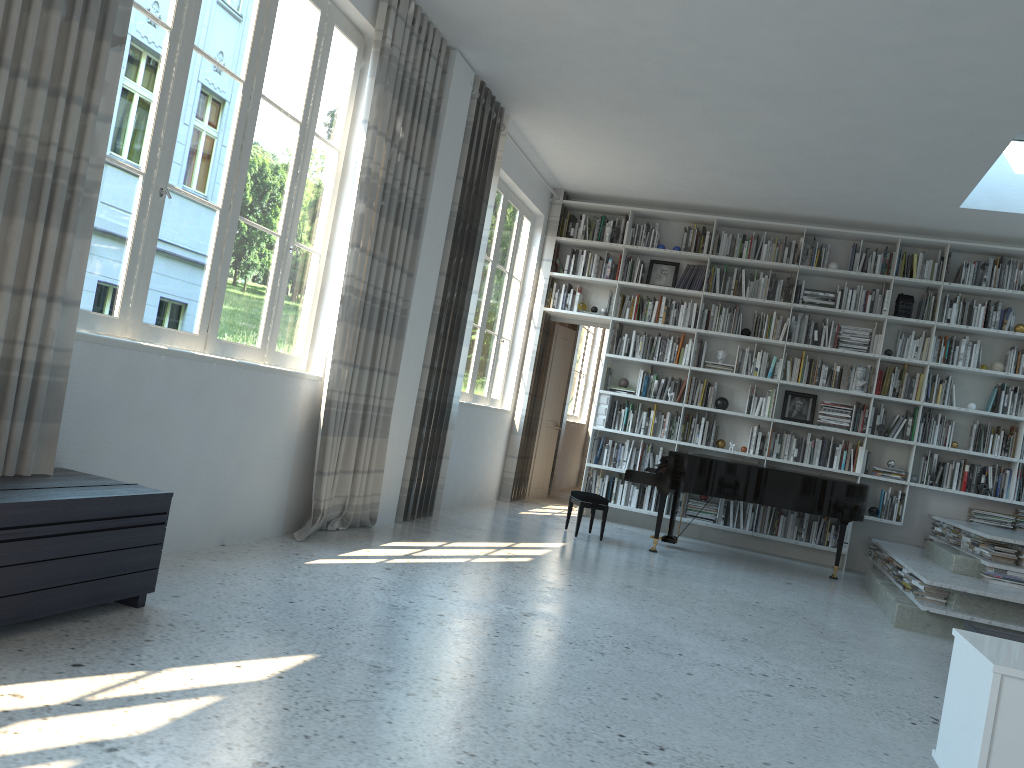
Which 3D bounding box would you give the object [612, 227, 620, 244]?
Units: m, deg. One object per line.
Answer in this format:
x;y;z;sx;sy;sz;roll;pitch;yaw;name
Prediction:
1.046;-1.488;8.940;0.068;0.198;0.067;11;-1;-31;object

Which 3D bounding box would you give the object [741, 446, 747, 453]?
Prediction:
2.238;0.632;8.551;0.061;0.062;0.061;11;-2;-25;object

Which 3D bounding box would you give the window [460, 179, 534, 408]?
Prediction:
-0.203;-0.804;8.026;0.073;2.008;1.984;10;-1;16;window

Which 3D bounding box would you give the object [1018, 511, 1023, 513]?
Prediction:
4.643;1.158;7.895;0.254;0.006;0.161;10;-2;16;object

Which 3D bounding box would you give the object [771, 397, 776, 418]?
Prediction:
2.527;0.234;8.573;0.017;0.216;0.103;10;-1;16;object

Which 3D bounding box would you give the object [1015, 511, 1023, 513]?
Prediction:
4.642;1.163;7.895;0.254;0.006;0.161;10;-2;16;object

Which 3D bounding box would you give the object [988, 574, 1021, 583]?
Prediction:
3.335;1.314;5.984;0.204;0.004;0.140;9;-2;19;object

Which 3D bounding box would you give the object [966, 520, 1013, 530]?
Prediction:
4.291;1.270;7.974;0.345;0.007;0.193;10;-2;11;object

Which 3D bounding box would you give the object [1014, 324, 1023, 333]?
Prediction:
4.547;-0.489;7.936;0.100;0.101;0.100;10;-1;-6;object

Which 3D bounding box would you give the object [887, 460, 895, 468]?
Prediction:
3.481;0.732;8.140;0.071;0.072;0.071;11;-2;-25;object

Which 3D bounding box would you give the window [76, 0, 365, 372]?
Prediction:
-12.345;-10.114;17.727;32.781;18.535;18.548;9;-2;20;window

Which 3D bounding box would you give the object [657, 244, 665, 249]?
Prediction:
1.500;-1.362;8.918;0.082;0.083;0.082;10;-1;-6;object

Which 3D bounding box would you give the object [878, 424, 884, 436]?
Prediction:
3.379;0.424;8.128;0.054;0.113;0.079;10;-1;15;object

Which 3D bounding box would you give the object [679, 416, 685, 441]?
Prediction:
1.690;0.445;8.779;0.012;0.254;0.161;10;-1;16;object

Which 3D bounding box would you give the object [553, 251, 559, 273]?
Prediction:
0.453;-1.273;9.230;0.035;0.295;0.176;10;-1;16;object

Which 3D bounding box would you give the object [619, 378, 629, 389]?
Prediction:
1.127;-0.006;8.943;0.105;0.106;0.105;10;-1;-6;object

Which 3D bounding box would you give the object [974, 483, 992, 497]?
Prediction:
4.179;0.931;7.857;0.160;0.114;0.064;10;-1;4;object

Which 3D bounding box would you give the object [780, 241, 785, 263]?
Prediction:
2.629;-1.255;8.628;0.010;0.246;0.157;10;-1;16;object

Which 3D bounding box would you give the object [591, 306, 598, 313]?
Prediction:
0.844;-0.759;9.081;0.071;0.072;0.071;10;-1;-6;object

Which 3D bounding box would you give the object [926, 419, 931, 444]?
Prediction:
3.834;0.429;8.184;0.007;0.266;0.135;10;-1;16;object

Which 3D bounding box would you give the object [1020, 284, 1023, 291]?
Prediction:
4.610;-0.852;7.937;0.104;0.105;0.104;11;-2;-25;object

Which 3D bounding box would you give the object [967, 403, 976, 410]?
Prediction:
4.165;0.207;8.033;0.071;0.072;0.071;11;-2;-25;object

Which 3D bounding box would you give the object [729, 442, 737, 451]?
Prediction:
2.135;0.598;8.558;0.060;0.095;0.078;9;-2;33;object

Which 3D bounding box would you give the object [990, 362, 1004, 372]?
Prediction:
4.399;-0.145;8.039;0.111;0.113;0.111;10;-1;-6;object

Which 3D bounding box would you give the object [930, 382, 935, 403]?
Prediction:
3.863;0.090;8.182;0.013;0.208;0.140;10;-1;16;object

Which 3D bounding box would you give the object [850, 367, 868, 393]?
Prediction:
3.229;-0.038;8.228;0.137;0.244;0.138;10;-1;-18;object

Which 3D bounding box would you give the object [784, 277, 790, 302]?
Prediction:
2.625;-0.891;8.454;0.075;0.254;0.075;10;-1;-5;object

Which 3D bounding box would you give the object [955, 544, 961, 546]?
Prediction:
3.668;1.310;7.171;0.145;0.010;0.267;10;-2;12;object

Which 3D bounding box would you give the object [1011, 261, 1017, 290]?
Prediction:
4.545;-0.958;8.065;0.006;0.297;0.129;10;-1;16;object

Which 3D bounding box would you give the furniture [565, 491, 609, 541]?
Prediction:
0.617;1.076;7.338;0.240;0.353;0.467;10;-2;-9;furniture

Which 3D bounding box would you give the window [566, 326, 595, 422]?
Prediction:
0.873;-0.495;11.836;0.073;2.008;1.984;10;-1;16;window

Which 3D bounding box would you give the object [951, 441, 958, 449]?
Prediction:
4.028;0.559;8.084;0.071;0.072;0.071;11;-2;-25;object

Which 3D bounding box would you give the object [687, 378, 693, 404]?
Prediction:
1.770;0.079;8.794;0.012;0.270;0.130;10;-1;16;object

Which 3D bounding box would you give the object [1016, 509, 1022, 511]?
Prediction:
4.644;1.147;7.893;0.254;0.006;0.161;10;-2;17;object

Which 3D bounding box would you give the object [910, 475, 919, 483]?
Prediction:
3.698;0.874;8.151;0.071;0.072;0.071;11;-2;-25;object

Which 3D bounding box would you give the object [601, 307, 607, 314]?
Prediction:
0.939;-0.745;9.032;0.071;0.072;0.071;10;-1;-6;object

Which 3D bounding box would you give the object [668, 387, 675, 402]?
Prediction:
1.550;0.103;8.671;0.081;0.140;0.044;10;-1;0;object

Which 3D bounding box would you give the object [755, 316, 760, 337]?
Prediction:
2.396;-0.540;8.653;0.010;0.225;0.142;10;-1;16;object

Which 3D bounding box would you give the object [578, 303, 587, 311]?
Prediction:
0.722;-0.789;9.066;0.087;0.088;0.086;11;-2;-25;object

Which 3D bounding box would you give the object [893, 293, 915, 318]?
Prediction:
3.637;-0.716;8.225;0.135;0.248;0.135;10;-1;6;object

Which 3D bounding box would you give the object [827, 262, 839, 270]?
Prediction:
3.056;-1.112;8.450;0.105;0.106;0.104;10;-1;-6;object

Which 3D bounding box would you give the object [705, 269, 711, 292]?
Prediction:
1.946;-1.001;8.805;0.012;0.254;0.161;10;-1;16;object

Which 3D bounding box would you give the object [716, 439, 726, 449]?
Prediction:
2.039;0.585;8.655;0.091;0.092;0.091;10;-1;-6;object

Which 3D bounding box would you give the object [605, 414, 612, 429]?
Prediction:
0.965;0.374;8.839;0.045;0.146;0.045;11;-1;-35;object

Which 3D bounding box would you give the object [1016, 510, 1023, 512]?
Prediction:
4.644;1.152;7.895;0.285;0.005;0.159;10;-2;16;object

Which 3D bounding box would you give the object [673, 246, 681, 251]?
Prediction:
1.649;-1.337;8.874;0.082;0.083;0.082;10;-1;-6;object

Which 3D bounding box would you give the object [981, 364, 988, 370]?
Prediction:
4.280;-0.144;8.048;0.068;0.068;0.068;10;-1;-6;object

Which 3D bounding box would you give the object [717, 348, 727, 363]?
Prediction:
2.059;-0.274;8.719;0.095;0.157;0.121;9;-1;30;object

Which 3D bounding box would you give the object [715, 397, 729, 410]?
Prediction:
2.051;0.194;8.668;0.134;0.135;0.133;11;-2;-25;object

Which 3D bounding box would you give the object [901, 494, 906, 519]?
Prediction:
3.568;1.133;8.108;0.011;0.260;0.142;10;-1;16;object

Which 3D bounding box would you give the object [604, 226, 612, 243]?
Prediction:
0.969;-1.501;8.962;0.068;0.198;0.067;11;-1;-31;object

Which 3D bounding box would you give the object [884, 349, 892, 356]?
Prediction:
3.484;-0.287;8.209;0.071;0.072;0.071;11;-2;-25;object

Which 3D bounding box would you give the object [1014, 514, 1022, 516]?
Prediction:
4.634;1.189;7.895;0.254;0.006;0.161;10;-2;16;object

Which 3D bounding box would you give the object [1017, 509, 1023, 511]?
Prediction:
4.642;1.141;7.884;0.285;0.005;0.159;9;-2;21;object

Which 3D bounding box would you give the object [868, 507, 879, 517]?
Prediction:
3.319;1.173;8.141;0.094;0.095;0.093;11;-2;-25;object

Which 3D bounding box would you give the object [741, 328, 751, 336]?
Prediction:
2.276;-0.496;8.632;0.097;0.098;0.097;11;-2;-25;object

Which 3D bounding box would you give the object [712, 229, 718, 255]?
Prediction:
2.013;-1.377;8.813;0.012;0.285;0.159;10;-1;16;object
